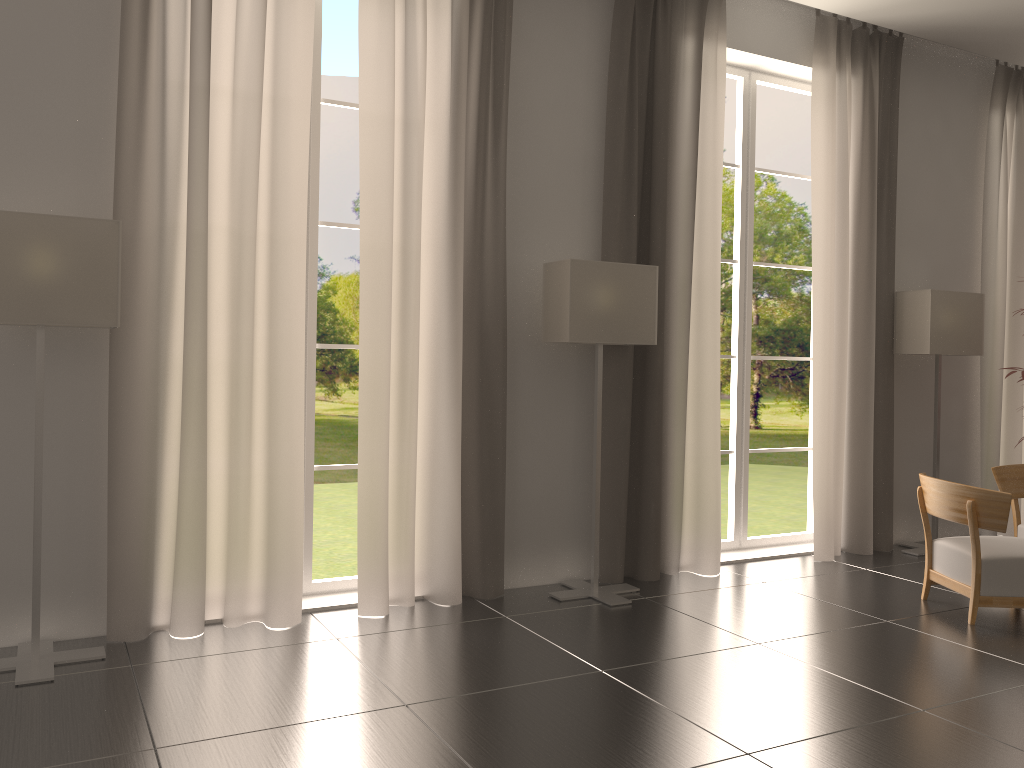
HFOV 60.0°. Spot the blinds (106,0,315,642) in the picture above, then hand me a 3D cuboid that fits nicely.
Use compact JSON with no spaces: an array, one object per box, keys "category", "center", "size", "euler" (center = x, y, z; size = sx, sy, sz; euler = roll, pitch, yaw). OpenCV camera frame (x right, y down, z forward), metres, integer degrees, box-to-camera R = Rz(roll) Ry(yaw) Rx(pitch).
[{"category":"blinds","center":[-2.406,-1.218,7.205],"size":[1.549,6.431,0.415],"euler":[1,0,-24]}]

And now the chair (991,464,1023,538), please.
[{"category":"chair","center":[5.825,1.499,9.155],"size":[1.452,1.226,1.151],"euler":[1,1,7]}]

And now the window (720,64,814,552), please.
[{"category":"window","center":[2.761,-0.889,10.636],"size":[2.643,5.750,0.110],"euler":[1,0,-28]}]

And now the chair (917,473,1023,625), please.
[{"category":"chair","center":[4.458,1.494,8.211],"size":[1.151,1.226,1.452],"euler":[1,1,-3]}]

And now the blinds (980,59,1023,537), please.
[{"category":"blinds","center":[6.965,-1.154,12.171],"size":[1.549,6.431,0.415],"euler":[1,0,-24]}]

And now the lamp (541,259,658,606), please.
[{"category":"lamp","center":[0.826,0.438,8.564],"size":[1.000,3.178,0.908],"euler":[1,0,-28]}]

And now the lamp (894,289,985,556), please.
[{"category":"lamp","center":[5.223,0.469,10.894],"size":[1.000,3.178,0.908],"euler":[1,0,-28]}]

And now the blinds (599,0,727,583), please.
[{"category":"blinds","center":[1.604,-1.191,9.330],"size":[1.549,6.431,0.415],"euler":[1,0,-24]}]

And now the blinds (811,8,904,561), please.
[{"category":"blinds","center":[4.108,-1.173,10.655],"size":[1.549,6.431,0.417],"euler":[1,0,-32]}]

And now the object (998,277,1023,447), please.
[{"category":"object","center":[6.581,0.402,10.455],"size":[1.770,3.397,1.490],"euler":[1,1,-43]}]

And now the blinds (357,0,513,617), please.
[{"category":"blinds","center":[-0.699,-1.206,8.107],"size":[1.549,6.431,0.417],"euler":[1,0,-32]}]

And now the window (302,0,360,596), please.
[{"category":"window","center":[-1.910,-0.921,8.161],"size":[2.643,5.750,0.110],"euler":[1,0,-28]}]

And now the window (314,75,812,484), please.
[{"category":"window","center":[16.566,-3.078,5.321],"size":[48.617,20.579,99.153],"euler":[0,1,-28]}]

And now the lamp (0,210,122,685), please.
[{"category":"lamp","center":[-3.380,0.409,6.335],"size":[1.000,3.178,0.908],"euler":[1,0,-28]}]
